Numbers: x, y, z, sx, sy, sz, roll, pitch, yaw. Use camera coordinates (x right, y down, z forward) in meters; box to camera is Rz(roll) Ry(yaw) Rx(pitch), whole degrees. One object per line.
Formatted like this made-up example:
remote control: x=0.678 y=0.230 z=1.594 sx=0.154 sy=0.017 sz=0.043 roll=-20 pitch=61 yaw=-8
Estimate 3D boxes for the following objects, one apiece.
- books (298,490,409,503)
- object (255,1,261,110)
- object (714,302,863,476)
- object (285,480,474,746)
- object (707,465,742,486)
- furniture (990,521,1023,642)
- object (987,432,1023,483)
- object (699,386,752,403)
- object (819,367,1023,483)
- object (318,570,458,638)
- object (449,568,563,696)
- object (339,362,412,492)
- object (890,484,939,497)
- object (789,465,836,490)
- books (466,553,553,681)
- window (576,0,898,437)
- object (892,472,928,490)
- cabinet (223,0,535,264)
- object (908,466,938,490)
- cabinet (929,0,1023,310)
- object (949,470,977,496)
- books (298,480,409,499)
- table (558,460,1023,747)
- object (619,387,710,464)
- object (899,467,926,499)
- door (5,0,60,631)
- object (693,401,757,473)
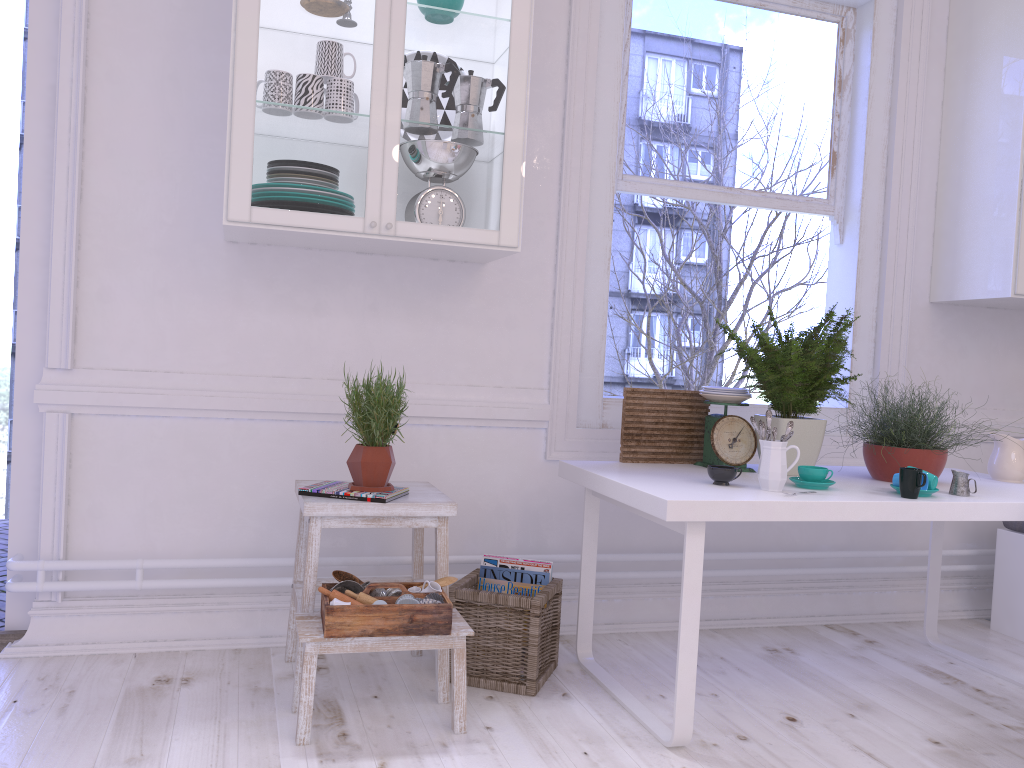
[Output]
books: x=-0.424 y=0.294 z=2.400 sx=0.246 sy=0.011 sz=0.180 roll=4 pitch=2 yaw=13
object: x=-0.389 y=-1.064 z=2.621 sx=0.811 sy=0.651 sz=0.376 roll=3 pitch=2 yaw=-17
object: x=0.849 y=0.012 z=2.695 sx=0.438 sy=0.527 sz=0.368 roll=3 pitch=2 yaw=-17
object: x=-0.377 y=0.570 z=2.393 sx=0.418 sy=0.534 sz=0.599 roll=3 pitch=2 yaw=-17
object: x=0.563 y=0.245 z=2.372 sx=0.082 sy=0.048 sz=0.079 roll=4 pitch=2 yaw=33
furniture: x=2.620 y=0.762 z=1.891 sx=0.769 sy=0.508 sz=3.296 roll=3 pitch=2 yaw=-17
object: x=1.608 y=0.237 z=2.867 sx=0.127 sy=0.152 sz=0.115 roll=2 pitch=2 yaw=-34
object: x=0.668 y=0.034 z=2.773 sx=0.164 sy=0.047 sz=0.163 roll=4 pitch=2 yaw=33
object: x=1.213 y=0.130 z=2.710 sx=0.668 sy=0.367 sz=0.531 roll=3 pitch=2 yaw=8
object: x=-0.300 y=0.539 z=2.198 sx=0.358 sy=0.110 sz=0.211 roll=3 pitch=2 yaw=-15
object: x=-0.023 y=0.717 z=2.600 sx=0.276 sy=0.270 sz=0.276 roll=4 pitch=2 yaw=16
object: x=-0.361 y=0.100 z=2.400 sx=0.196 sy=0.367 sz=0.186 roll=4 pitch=2 yaw=28
object: x=1.081 y=0.287 z=2.384 sx=0.121 sy=0.021 sz=0.121 roll=4 pitch=2 yaw=24
object: x=0.819 y=0.254 z=2.417 sx=0.121 sy=0.055 sz=0.121 roll=4 pitch=2 yaw=24
books: x=-0.016 y=0.683 z=2.612 sx=0.221 sy=0.306 sz=0.205 roll=4 pitch=2 yaw=16
window: x=0.822 y=-0.713 z=3.335 sx=1.234 sy=1.782 sz=0.181 roll=3 pitch=2 yaw=-17
object: x=1.069 y=0.260 z=2.376 sx=0.069 sy=0.058 sz=0.080 roll=2 pitch=2 yaw=-44
cabinet: x=-0.383 y=-1.063 z=2.600 sx=0.823 sy=1.311 sz=0.425 roll=3 pitch=2 yaw=-17
object: x=1.100 y=0.255 z=2.398 sx=0.069 sy=0.059 sz=0.082 roll=2 pitch=2 yaw=-39
cabinet: x=2.121 y=-0.947 z=3.364 sx=0.823 sy=1.311 sz=0.425 roll=3 pitch=2 yaw=-17
object: x=1.234 y=0.271 z=2.430 sx=0.066 sy=0.067 sz=0.052 roll=3 pitch=2 yaw=-16
books: x=-0.424 y=0.285 z=2.399 sx=0.246 sy=0.007 sz=0.180 roll=4 pitch=2 yaw=13
table: x=0.958 y=0.594 z=2.626 sx=1.514 sy=0.619 sz=0.736 roll=3 pitch=2 yaw=-17
object: x=0.489 y=0.135 z=2.824 sx=0.294 sy=0.237 sz=0.028 roll=3 pitch=2 yaw=-17
object: x=1.036 y=0.259 z=2.303 sx=0.055 sy=0.077 sz=0.070 roll=3 pitch=2 yaw=9
door: x=-1.976 y=-0.508 z=2.949 sx=1.009 sy=2.474 sz=1.021 roll=3 pitch=2 yaw=-17
object: x=0.668 y=0.161 z=2.768 sx=0.159 sy=0.208 sz=0.185 roll=3 pitch=2 yaw=-17
